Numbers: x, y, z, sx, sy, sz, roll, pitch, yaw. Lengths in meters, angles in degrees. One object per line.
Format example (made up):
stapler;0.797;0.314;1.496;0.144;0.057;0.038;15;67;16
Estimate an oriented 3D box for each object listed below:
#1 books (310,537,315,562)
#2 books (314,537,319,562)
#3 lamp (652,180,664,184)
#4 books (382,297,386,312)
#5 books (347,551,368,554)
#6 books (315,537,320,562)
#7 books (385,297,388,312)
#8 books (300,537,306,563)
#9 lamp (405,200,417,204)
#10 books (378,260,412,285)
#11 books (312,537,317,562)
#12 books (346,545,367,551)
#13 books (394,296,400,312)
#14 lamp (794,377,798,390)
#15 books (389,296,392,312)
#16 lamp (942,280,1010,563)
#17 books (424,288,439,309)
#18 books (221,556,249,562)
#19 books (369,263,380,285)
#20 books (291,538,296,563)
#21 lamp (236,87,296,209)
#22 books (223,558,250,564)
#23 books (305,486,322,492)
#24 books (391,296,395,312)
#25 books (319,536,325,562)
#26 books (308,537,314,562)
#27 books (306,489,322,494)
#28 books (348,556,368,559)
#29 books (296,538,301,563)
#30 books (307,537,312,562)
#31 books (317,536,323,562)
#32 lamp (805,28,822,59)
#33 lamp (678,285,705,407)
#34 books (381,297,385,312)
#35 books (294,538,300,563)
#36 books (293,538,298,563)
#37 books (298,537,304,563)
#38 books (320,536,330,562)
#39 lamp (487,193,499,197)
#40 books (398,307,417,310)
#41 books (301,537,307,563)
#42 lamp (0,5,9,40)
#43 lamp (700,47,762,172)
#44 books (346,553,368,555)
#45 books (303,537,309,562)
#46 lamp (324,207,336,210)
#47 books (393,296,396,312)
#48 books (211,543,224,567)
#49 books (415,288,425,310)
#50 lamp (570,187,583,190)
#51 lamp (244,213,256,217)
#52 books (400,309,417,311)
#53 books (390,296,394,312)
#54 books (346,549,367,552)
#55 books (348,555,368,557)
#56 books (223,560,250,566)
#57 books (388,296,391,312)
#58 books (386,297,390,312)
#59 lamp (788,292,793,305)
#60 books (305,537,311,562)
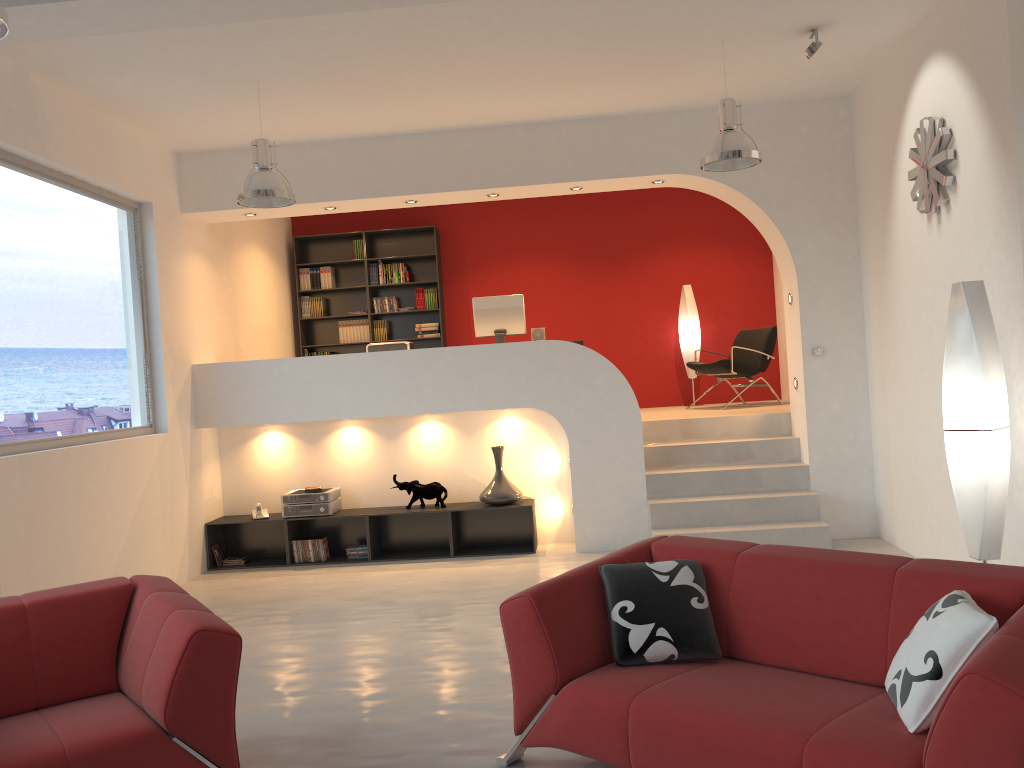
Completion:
books;-1.674;1.404;7.529;0.031;0.190;0.135;-4;0;4
books;-1.644;1.402;7.526;0.031;0.190;0.135;-4;0;4
lamp;1.216;-1.679;7.375;0.105;0.011;0.105;-4;0;-7
books;-1.459;-0.905;10.220;0.031;0.190;0.135;-4;0;4
books;-1.295;1.421;7.553;0.190;0.015;0.135;-4;0;4
books;-1.629;1.401;7.525;0.031;0.190;0.135;-4;0;4
books;-1.429;-0.906;10.218;0.031;0.190;0.135;-4;0;4
books;-1.764;1.409;7.535;0.031;0.190;0.135;-4;0;4
lamp;-0.855;-1.543;7.519;0.105;0.011;0.105;-4;0;-7
books;-1.339;-1.277;10.176;0.341;0.286;0.231;-4;0;4
books;-1.659;1.403;7.528;0.031;0.190;0.135;-4;0;4
books;-1.310;1.392;7.554;0.190;0.015;0.135;-4;0;-1
books;-1.325;-0.913;10.211;0.031;0.190;0.135;-4;0;4
lamp;2.340;-0.005;7.319;0.011;0.105;0.105;-4;0;4
books;-1.384;-0.909;10.215;0.031;0.190;0.135;-4;0;4
lamp;2.314;0.383;4.397;0.313;1.779;0.313;-4;0;12
books;-0.920;-0.965;10.173;0.146;0.240;0.170;-4;0;4
books;-2.384;1.507;7.629;0.190;0.015;0.135;-4;0;4
books;-1.572;-1.247;10.216;0.090;0.256;0.181;-4;0;4
books;-1.838;1.414;7.540;0.031;0.190;0.135;-4;0;4
lamp;-1.638;-1.588;5.812;0.379;0.800;0.379;-4;1;-25
books;-2.367;1.521;7.628;0.190;0.015;0.135;-4;0;4
books;-1.698;0.896;7.578;0.135;0.015;0.190;-4;0;-11
books;-1.355;-0.911;10.213;0.031;0.190;0.135;-4;0;4
books;-1.599;1.399;7.523;0.031;0.190;0.135;-4;0;4
books;-1.689;1.405;7.530;0.031;0.190;0.135;-4;0;4
books;-1.694;0.911;7.569;0.135;0.015;0.190;-4;0;-16
books;-1.294;1.466;7.553;0.190;0.015;0.135;-4;0;-1
books;-1.794;1.411;7.537;0.031;0.190;0.135;-4;0;4
books;-1.704;1.406;7.531;0.031;0.190;0.135;-4;0;4
books;-1.614;1.400;7.524;0.031;0.190;0.135;-4;0;4
lamp;1.889;-2.127;5.551;0.118;0.176;0.112;-4;1;-44
lamp;1.991;-0.428;9.893;0.237;1.349;0.237;-4;0;12
books;-1.474;-0.904;10.221;0.031;0.190;0.135;-4;0;4
books;-1.808;1.412;7.538;0.031;0.190;0.135;-4;0;4
books;-1.823;1.413;7.539;0.031;0.190;0.135;-4;0;4
books;-1.779;1.410;7.536;0.031;0.190;0.135;-4;0;4
books;-1.584;1.398;7.522;0.031;0.190;0.135;-4;0;4
lamp;-0.158;-1.589;7.471;0.105;0.011;0.105;-4;0;-7
books;-1.198;-0.864;10.202;0.190;0.015;0.135;-4;0;9
books;-1.749;1.408;7.534;0.031;0.190;0.135;-4;0;4
lamp;-1.845;-1.549;2.819;0.379;0.800;0.379;-3;1;33
lamp;1.357;-1.784;5.603;0.379;0.800;0.379;-4;1;-25
books;-1.300;1.436;7.553;0.190;0.015;0.135;-4;0;9
books;-1.734;1.407;7.533;0.031;0.190;0.135;-4;0;4
lamp;-1.552;-1.498;7.568;0.105;0.011;0.105;-4;0;-7
books;-1.340;-0.912;10.212;0.031;0.190;0.135;-4;0;4
books;-2.511;1.464;7.587;0.063;0.187;0.135;-4;0;4
books;-1.041;-0.965;10.183;0.090;0.256;0.181;-4;0;4
lamp;0.539;-1.635;7.422;0.105;0.011;0.105;-4;0;-7
lamp;-2.249;-1.452;7.617;0.105;0.011;0.105;-4;0;8
books;-1.187;-0.850;10.202;0.190;0.015;0.135;-4;0;4
books;-1.370;-0.910;10.214;0.031;0.190;0.135;-4;0;4
books;-1.300;1.406;7.546;0.190;0.015;0.135;-4;0;4
books;-1.289;1.451;7.553;0.190;0.015;0.135;-4;0;4
books;-2.371;1.537;7.629;0.190;0.015;0.135;-4;0;4
books;-1.399;-0.908;10.216;0.031;0.190;0.135;-4;0;4
books;-1.414;-0.907;10.217;0.031;0.190;0.135;-4;0;4
lamp;2.294;-0.702;7.313;0.011;0.105;0.105;-4;0;4
books;-1.719;1.406;7.532;0.031;0.190;0.135;-4;0;4
